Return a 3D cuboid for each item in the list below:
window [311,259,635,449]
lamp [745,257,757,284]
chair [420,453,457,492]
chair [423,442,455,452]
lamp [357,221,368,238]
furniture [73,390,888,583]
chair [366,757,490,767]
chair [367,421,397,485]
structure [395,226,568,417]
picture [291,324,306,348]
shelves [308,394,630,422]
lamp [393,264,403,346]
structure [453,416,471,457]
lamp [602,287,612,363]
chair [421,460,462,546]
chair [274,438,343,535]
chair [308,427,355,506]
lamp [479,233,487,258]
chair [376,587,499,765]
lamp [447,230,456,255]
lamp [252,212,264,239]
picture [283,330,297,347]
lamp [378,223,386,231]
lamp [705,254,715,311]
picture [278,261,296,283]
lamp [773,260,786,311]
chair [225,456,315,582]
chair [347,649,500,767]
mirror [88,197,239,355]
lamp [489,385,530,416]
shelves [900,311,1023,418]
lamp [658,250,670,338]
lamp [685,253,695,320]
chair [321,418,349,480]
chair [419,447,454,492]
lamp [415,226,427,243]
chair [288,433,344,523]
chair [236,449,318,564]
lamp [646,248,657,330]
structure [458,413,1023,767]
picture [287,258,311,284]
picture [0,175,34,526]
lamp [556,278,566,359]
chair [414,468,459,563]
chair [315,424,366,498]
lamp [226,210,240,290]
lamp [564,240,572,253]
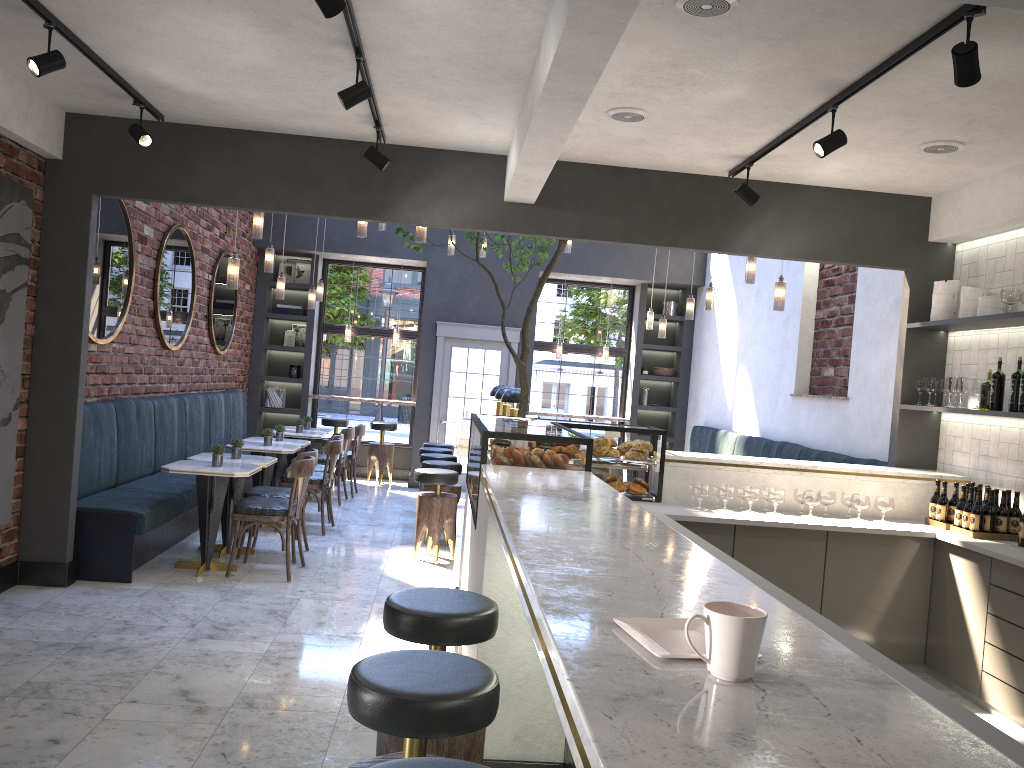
[{"bbox_3d":[0.025,-1.626,6.388,6.406,5.365,12.707,4,0,-4],"label":"window"},{"bbox_3d":[2.130,-2.879,7.316,0.078,4.105,0.078,4,1,-20],"label":"lamp"},{"bbox_3d":[-0.749,1.070,8.781,0.371,0.737,0.370,5,1,39],"label":"chair"},{"bbox_3d":[-0.864,1.052,10.179,0.371,0.737,0.370,5,1,39],"label":"chair"},{"bbox_3d":[-1.062,-3.244,7.182,0.078,4.105,0.078,5,1,25],"label":"lamp"},{"bbox_3d":[-0.335,0.895,8.685,6.021,1.151,5.340,4,0,-4],"label":"furniture"},{"bbox_3d":[-0.165,1.118,1.525,0.371,0.821,0.370,5,1,39],"label":"chair"},{"bbox_3d":[-1.762,0.928,11.961,0.372,0.821,0.370,4,1,-42],"label":"chair"},{"bbox_3d":[0.194,-1.480,7.763,3.742,5.989,2.807,5,1,39],"label":"structure"},{"bbox_3d":[-2.941,-0.667,12.295,0.247,0.326,0.044,4,1,-4],"label":"picture"},{"bbox_3d":[-0.568,0.338,12.309,4.403,0.043,0.384,4,0,-4],"label":"shelves"},{"bbox_3d":[-1.546,-1.237,12.196,0.078,1.429,0.078,4,1,-42],"label":"lamp"},{"bbox_3d":[-0.102,0.963,8.771,0.990,1.050,3.489,4,0,-4],"label":"structure"},{"bbox_3d":[1.361,-1.009,12.420,0.078,1.429,0.078,5,1,25],"label":"lamp"},{"bbox_3d":[-0.663,1.081,8.086,0.371,0.737,0.370,5,1,23],"label":"chair"},{"bbox_3d":[-1.865,0.925,8.228,0.521,0.851,0.538,4,1,-3],"label":"chair"},{"bbox_3d":[-2.065,0.899,9.997,0.521,0.851,0.538,4,1,-3],"label":"chair"},{"bbox_3d":[-0.191,-3.572,10.628,0.078,4.105,0.078,4,1,-20],"label":"lamp"},{"bbox_3d":[-0.257,1.103,2.863,0.372,0.821,0.370,4,1,-42],"label":"chair"},{"bbox_3d":[-0.529,-3.502,9.975,0.078,4.105,0.078,4,1,-20],"label":"lamp"},{"bbox_3d":[-1.843,-3.190,6.942,0.078,4.105,0.078,4,1,-20],"label":"lamp"},{"bbox_3d":[-3.072,-0.627,12.261,0.161,0.227,0.049,4,1,-4],"label":"picture"},{"bbox_3d":[-1.243,-3.705,9.537,0.078,4.105,0.078,4,1,-20],"label":"lamp"},{"bbox_3d":[2.037,-2.747,8.410,0.078,4.105,0.078,4,1,-42],"label":"lamp"},{"bbox_3d":[-3.102,-1.531,12.220,0.230,0.313,0.061,4,1,-4],"label":"picture"},{"bbox_3d":[2.161,-2.596,6.622,0.078,4.105,0.078,4,1,-20],"label":"lamp"},{"bbox_3d":[-1.731,0.947,6.453,0.521,0.851,0.538,4,1,-3],"label":"chair"},{"bbox_3d":[-0.243,1.108,2.177,0.370,0.821,0.372,5,1,5],"label":"chair"},{"bbox_3d":[-3.151,-1.069,8.384,0.036,1.510,4.772,4,0,-4],"label":"mirror"},{"bbox_3d":[-0.301,-1.191,5.141,4.183,3.257,8.832,4,0,-21],"label":"lamp"},{"bbox_3d":[2.947,-0.087,4.250,0.300,0.580,3.599,4,0,-4],"label":"shelves"},{"bbox_3d":[1.888,-2.576,10.190,0.078,4.105,0.078,4,1,-20],"label":"lamp"},{"bbox_3d":[1.982,-2.708,9.080,0.078,4.105,0.078,4,1,-42],"label":"lamp"},{"bbox_3d":[-2.406,0.877,11.934,0.371,0.821,0.371,4,1,-42],"label":"chair"},{"bbox_3d":[-0.831,1.059,9.469,0.370,0.737,0.371,4,1,-14],"label":"chair"},{"bbox_3d":[-0.498,-3.067,6.360,0.078,4.105,0.078,5,1,25],"label":"lamp"},{"bbox_3d":[-1.975,0.913,8.852,0.521,0.851,0.538,4,1,-11],"label":"chair"},{"bbox_3d":[-1.835,0.935,7.025,0.521,0.851,0.538,4,1,-3],"label":"chair"},{"bbox_3d":[1.848,-2.717,10.851,0.078,4.105,0.078,4,1,-20],"label":"lamp"},{"bbox_3d":[1.492,0.999,3.063,3.205,1.300,5.804,4,0,-4],"label":"structure"},{"bbox_3d":[-2.939,-1.544,12.267,0.361,0.369,0.055,4,1,-4],"label":"picture"},{"bbox_3d":[-2.883,-0.150,3.980,0.033,2.028,2.820,4,1,-4],"label":"picture"},{"bbox_3d":[0.708,-1.060,12.370,0.078,1.429,0.078,4,1,-42],"label":"lamp"},{"bbox_3d":[-0.653,1.086,7.381,0.371,0.737,0.370,5,1,39],"label":"chair"},{"bbox_3d":[-2.040,0.897,10.580,0.521,0.851,0.497,4,1,-5],"label":"chair"},{"bbox_3d":[-1.828,-2.720,6.267,0.078,4.105,0.078,4,1,-20],"label":"lamp"},{"bbox_3d":[0.797,-3.552,10.128,0.078,4.105,0.078,4,1,-20],"label":"lamp"}]
